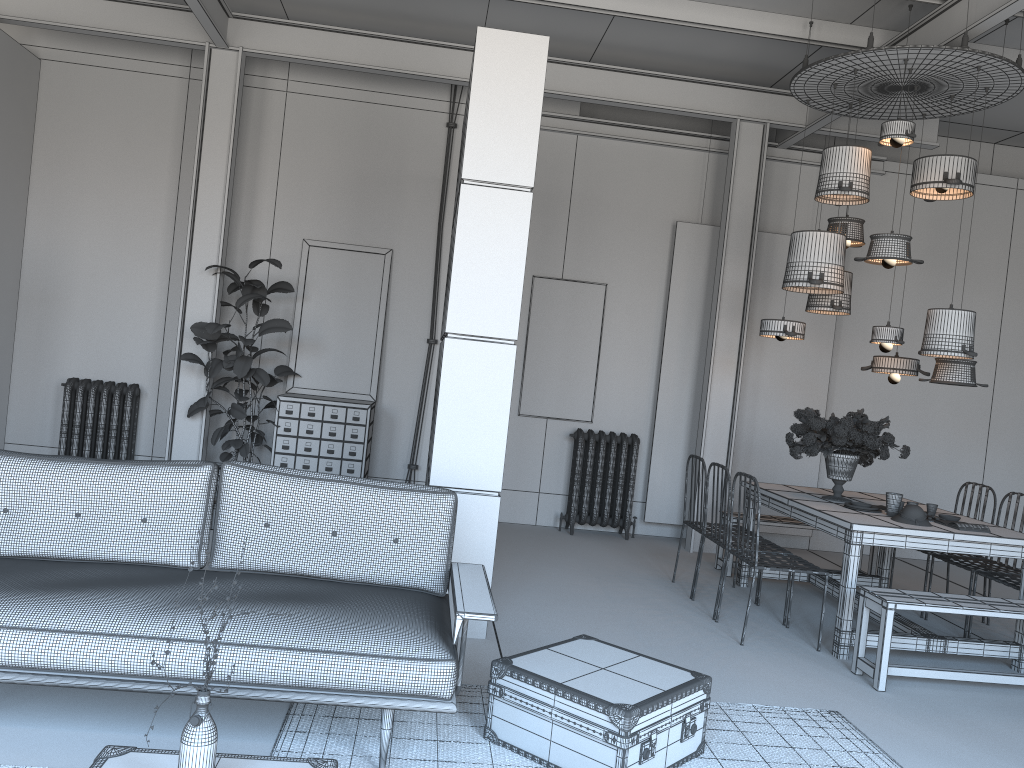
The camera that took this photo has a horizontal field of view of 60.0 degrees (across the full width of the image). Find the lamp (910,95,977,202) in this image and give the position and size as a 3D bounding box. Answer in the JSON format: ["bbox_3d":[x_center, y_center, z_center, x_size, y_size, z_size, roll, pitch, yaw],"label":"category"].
[{"bbox_3d":[3.016,-1.657,6.148,0.403,0.687,0.505,6,1,-27],"label":"lamp"}]

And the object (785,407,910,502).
[{"bbox_3d":[2.270,0.480,6.172,0.782,0.654,0.697,6,1,-3],"label":"object"}]

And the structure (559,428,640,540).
[{"bbox_3d":[0.845,0.939,8.295,0.733,1.007,0.328,6,1,-6],"label":"structure"}]

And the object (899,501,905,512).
[{"bbox_3d":[2.491,0.793,5.718,0.071,0.076,0.071,6,1,-8],"label":"object"}]

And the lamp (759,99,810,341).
[{"bbox_3d":[2.093,-1.210,6.564,0.323,1.798,0.404,5,1,-37],"label":"lamp"}]

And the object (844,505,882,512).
[{"bbox_3d":[2.279,0.813,5.762,0.236,0.015,0.236,5,1,-33],"label":"object"}]

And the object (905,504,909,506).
[{"bbox_3d":[2.543,0.805,5.669,0.065,0.064,0.065,6,1,-21],"label":"object"}]

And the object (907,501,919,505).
[{"bbox_3d":[2.585,0.803,5.730,0.071,0.076,0.071,6,1,19],"label":"object"}]

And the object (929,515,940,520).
[{"bbox_3d":[2.662,0.841,5.640,0.024,0.017,0.249,6,1,4],"label":"object"}]

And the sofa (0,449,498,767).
[{"bbox_3d":[-1.256,0.800,3.422,2.347,0.948,0.952,6,1,-6],"label":"sofa"}]

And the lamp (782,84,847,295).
[{"bbox_3d":[2.175,-1.370,6.182,0.470,1.447,0.415,5,1,-35],"label":"lamp"}]

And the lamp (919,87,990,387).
[{"bbox_3d":[3.068,-0.991,5.942,0.359,2.004,0.301,6,1,-8],"label":"lamp"}]

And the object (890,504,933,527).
[{"bbox_3d":[2.421,0.834,5.375,0.236,0.211,0.260,6,1,12],"label":"object"}]

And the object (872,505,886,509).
[{"bbox_3d":[2.433,0.825,5.970,0.182,0.016,0.179,6,1,-1],"label":"object"}]

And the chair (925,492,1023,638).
[{"bbox_3d":[3.241,1.214,6.078,0.488,0.975,0.474,6,1,-6],"label":"chair"}]

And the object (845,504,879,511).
[{"bbox_3d":[2.272,0.806,5.767,0.211,0.024,0.211,6,1,13],"label":"object"}]

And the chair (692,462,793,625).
[{"bbox_3d":[1.557,1.038,5.925,0.488,0.975,0.474,6,1,-6],"label":"chair"}]

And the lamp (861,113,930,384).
[{"bbox_3d":[2.956,-1.004,6.605,0.404,2.026,0.323,6,1,-2],"label":"lamp"}]

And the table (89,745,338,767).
[{"bbox_3d":[-0.776,1.205,2.174,0.706,0.330,0.667,6,1,-6],"label":"table"}]

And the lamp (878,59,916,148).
[{"bbox_3d":[2.457,-1.774,5.605,0.253,0.564,0.202,7,1,33],"label":"lamp"}]

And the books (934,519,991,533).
[{"bbox_3d":[2.732,0.854,5.379,0.202,0.041,0.249,6,1,-7],"label":"books"}]

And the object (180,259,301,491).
[{"bbox_3d":[-2.305,0.002,7.462,0.868,2.157,1.270,6,1,-5],"label":"object"}]

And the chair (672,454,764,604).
[{"bbox_3d":[1.511,1.024,6.419,0.488,0.975,0.474,6,1,-6],"label":"chair"}]

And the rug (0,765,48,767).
[{"bbox_3d":[-2.154,1.217,1.865,2.524,0.007,1.961,6,1,-6],"label":"rug"}]

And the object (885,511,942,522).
[{"bbox_3d":[2.575,0.847,5.677,0.213,0.012,0.335,5,1,-29],"label":"object"}]

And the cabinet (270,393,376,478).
[{"bbox_3d":[-1.685,0.639,7.896,0.796,1.026,0.668,6,1,-6],"label":"cabinet"}]

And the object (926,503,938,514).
[{"bbox_3d":[2.775,0.833,5.865,0.071,0.076,0.071,7,1,42],"label":"object"}]

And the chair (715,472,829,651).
[{"bbox_3d":[1.605,1.052,5.418,0.488,0.975,0.474,6,1,-6],"label":"chair"}]

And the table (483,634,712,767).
[{"bbox_3d":[0.362,1.300,3.560,0.667,0.330,0.706,7,1,39],"label":"table"}]

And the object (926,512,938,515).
[{"bbox_3d":[2.770,0.863,5.933,0.174,0.014,0.021,6,1,-10],"label":"object"}]

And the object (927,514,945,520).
[{"bbox_3d":[2.686,0.840,5.643,0.021,0.026,0.173,6,1,-21],"label":"object"}]

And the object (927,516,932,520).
[{"bbox_3d":[2.640,0.841,5.652,0.024,0.015,0.249,6,1,14],"label":"object"}]

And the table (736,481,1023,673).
[{"bbox_3d":[2.420,1.239,6.003,1.239,0.819,1.784,6,1,-6],"label":"table"}]

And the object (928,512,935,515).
[{"bbox_3d":[2.703,0.845,5.805,0.054,0.037,0.121,6,1,-27],"label":"object"}]

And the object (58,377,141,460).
[{"bbox_3d":[-3.660,0.468,7.858,0.733,1.007,0.328,6,1,-6],"label":"object"}]

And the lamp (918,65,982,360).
[{"bbox_3d":[2.847,-1.088,5.596,0.312,1.845,0.352,6,1,20],"label":"lamp"}]

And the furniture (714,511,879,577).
[{"bbox_3d":[2.318,1.351,7.231,1.260,0.478,0.300,6,1,-6],"label":"furniture"}]

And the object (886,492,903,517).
[{"bbox_3d":[2.404,0.763,5.593,0.102,0.146,0.102,5,1,-41],"label":"object"}]

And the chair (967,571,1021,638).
[{"bbox_3d":[3.288,1.228,5.584,0.488,0.975,0.474,6,1,-6],"label":"chair"}]

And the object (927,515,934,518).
[{"bbox_3d":[2.630,0.838,5.643,0.021,0.019,0.174,6,1,-8],"label":"object"}]

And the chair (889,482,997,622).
[{"bbox_3d":[3.194,1.199,6.585,0.488,0.975,0.474,6,1,-6],"label":"chair"}]

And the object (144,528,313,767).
[{"bbox_3d":[-0.734,0.695,2.173,0.194,0.709,0.443,7,1,35],"label":"object"}]

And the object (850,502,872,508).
[{"bbox_3d":[2.280,0.794,5.792,0.135,0.029,0.135,6,1,-13],"label":"object"}]

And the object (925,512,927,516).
[{"bbox_3d":[2.582,0.823,5.573,0.044,0.043,0.043,5,1,-34],"label":"object"}]

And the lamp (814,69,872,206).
[{"bbox_3d":[2.227,-1.649,5.861,0.392,0.870,0.346,5,1,-35],"label":"lamp"}]

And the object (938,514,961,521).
[{"bbox_3d":[2.807,0.862,5.691,0.133,0.029,0.133,7,1,42],"label":"object"}]

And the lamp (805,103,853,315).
[{"bbox_3d":[2.419,-1.298,6.550,0.322,1.553,0.364,7,1,40],"label":"lamp"}]

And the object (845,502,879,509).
[{"bbox_3d":[2.273,0.800,5.767,0.211,0.024,0.211,7,1,37],"label":"object"}]

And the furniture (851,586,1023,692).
[{"bbox_3d":[2.519,1.417,4.799,1.260,0.478,0.300,6,1,-6],"label":"furniture"}]

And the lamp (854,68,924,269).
[{"bbox_3d":[2.517,-1.397,5.769,0.359,1.306,0.301,6,1,-13],"label":"lamp"}]

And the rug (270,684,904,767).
[{"bbox_3d":[0.399,1.466,3.145,2.524,0.007,1.961,6,1,-6],"label":"rug"}]

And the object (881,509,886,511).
[{"bbox_3d":[2.515,0.835,5.947,0.182,0.014,0.185,6,1,-21],"label":"object"}]

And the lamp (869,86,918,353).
[{"bbox_3d":[2.658,-1.123,6.064,0.253,1.831,0.202,7,1,33],"label":"lamp"}]

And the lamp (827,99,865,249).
[{"bbox_3d":[2.459,-1.522,6.432,0.301,1.094,0.359,6,1,12],"label":"lamp"}]
